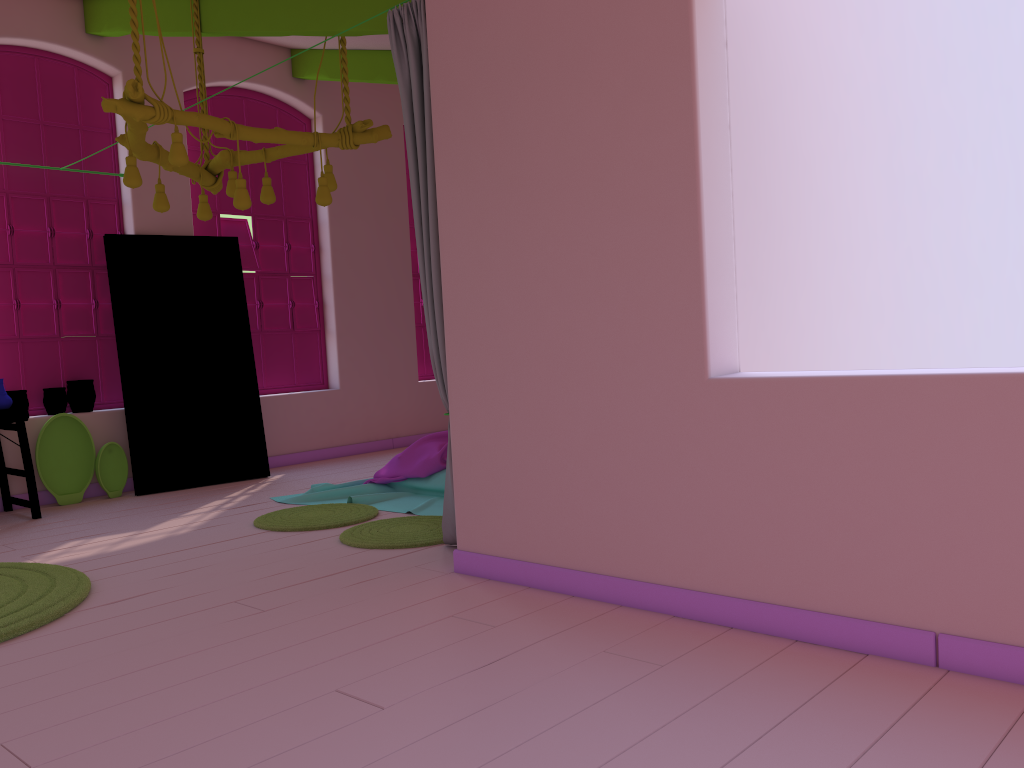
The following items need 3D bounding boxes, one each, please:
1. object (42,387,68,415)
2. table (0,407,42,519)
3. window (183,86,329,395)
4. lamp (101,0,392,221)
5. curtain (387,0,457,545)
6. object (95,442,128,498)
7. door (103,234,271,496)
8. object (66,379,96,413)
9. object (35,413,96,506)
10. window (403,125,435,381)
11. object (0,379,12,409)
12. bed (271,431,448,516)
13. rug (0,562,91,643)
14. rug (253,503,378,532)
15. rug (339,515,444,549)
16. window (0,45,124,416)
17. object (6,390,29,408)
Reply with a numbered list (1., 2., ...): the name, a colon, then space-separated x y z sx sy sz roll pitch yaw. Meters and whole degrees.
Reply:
1. object: -3.749 0.141 7.282 0.182 0.223 0.182 -2 3 25
2. table: -4.440 0.654 5.881 0.655 0.821 2.191 0 4 43
3. window: -2.544 -1.388 8.773 0.214 3.011 1.513 0 4 43
4. lamp: -1.889 -2.120 5.273 1.611 2.266 1.774 -2 3 25
5. curtain: -0.287 -0.495 4.522 0.518 2.787 0.524 -2 4 24
6. object: -3.329 0.706 7.311 0.137 0.463 0.284 -1 4 28
7. door: -2.821 -0.213 7.753 1.152 2.212 0.450 -6 4 -37
8. object: -3.611 0.102 7.436 0.223 0.272 0.223 -1 4 30
9. object: -3.612 0.596 7.113 0.218 0.734 0.450 0 4 43
10. window: -0.869 -1.573 10.564 0.072 3.049 1.274 0 4 43
11. object: -3.689 0.072 6.403 0.132 0.219 0.132 -5 4 -30
12. bed: 0.297 0.497 7.127 2.802 0.514 3.574 -1 4 43
13. rug: -2.932 1.051 3.957 1.889 0.050 1.887 -2 3 30
14. rug: -1.298 0.881 5.899 0.792 0.021 0.792 -2 3 25
15. rug: -0.612 0.874 5.264 0.792 0.021 0.792 -4 3 -20
16. window: -3.827 -1.262 7.368 0.072 3.049 1.274 0 4 43
17. object: -3.950 0.162 7.064 0.182 0.223 0.182 -2 3 20
